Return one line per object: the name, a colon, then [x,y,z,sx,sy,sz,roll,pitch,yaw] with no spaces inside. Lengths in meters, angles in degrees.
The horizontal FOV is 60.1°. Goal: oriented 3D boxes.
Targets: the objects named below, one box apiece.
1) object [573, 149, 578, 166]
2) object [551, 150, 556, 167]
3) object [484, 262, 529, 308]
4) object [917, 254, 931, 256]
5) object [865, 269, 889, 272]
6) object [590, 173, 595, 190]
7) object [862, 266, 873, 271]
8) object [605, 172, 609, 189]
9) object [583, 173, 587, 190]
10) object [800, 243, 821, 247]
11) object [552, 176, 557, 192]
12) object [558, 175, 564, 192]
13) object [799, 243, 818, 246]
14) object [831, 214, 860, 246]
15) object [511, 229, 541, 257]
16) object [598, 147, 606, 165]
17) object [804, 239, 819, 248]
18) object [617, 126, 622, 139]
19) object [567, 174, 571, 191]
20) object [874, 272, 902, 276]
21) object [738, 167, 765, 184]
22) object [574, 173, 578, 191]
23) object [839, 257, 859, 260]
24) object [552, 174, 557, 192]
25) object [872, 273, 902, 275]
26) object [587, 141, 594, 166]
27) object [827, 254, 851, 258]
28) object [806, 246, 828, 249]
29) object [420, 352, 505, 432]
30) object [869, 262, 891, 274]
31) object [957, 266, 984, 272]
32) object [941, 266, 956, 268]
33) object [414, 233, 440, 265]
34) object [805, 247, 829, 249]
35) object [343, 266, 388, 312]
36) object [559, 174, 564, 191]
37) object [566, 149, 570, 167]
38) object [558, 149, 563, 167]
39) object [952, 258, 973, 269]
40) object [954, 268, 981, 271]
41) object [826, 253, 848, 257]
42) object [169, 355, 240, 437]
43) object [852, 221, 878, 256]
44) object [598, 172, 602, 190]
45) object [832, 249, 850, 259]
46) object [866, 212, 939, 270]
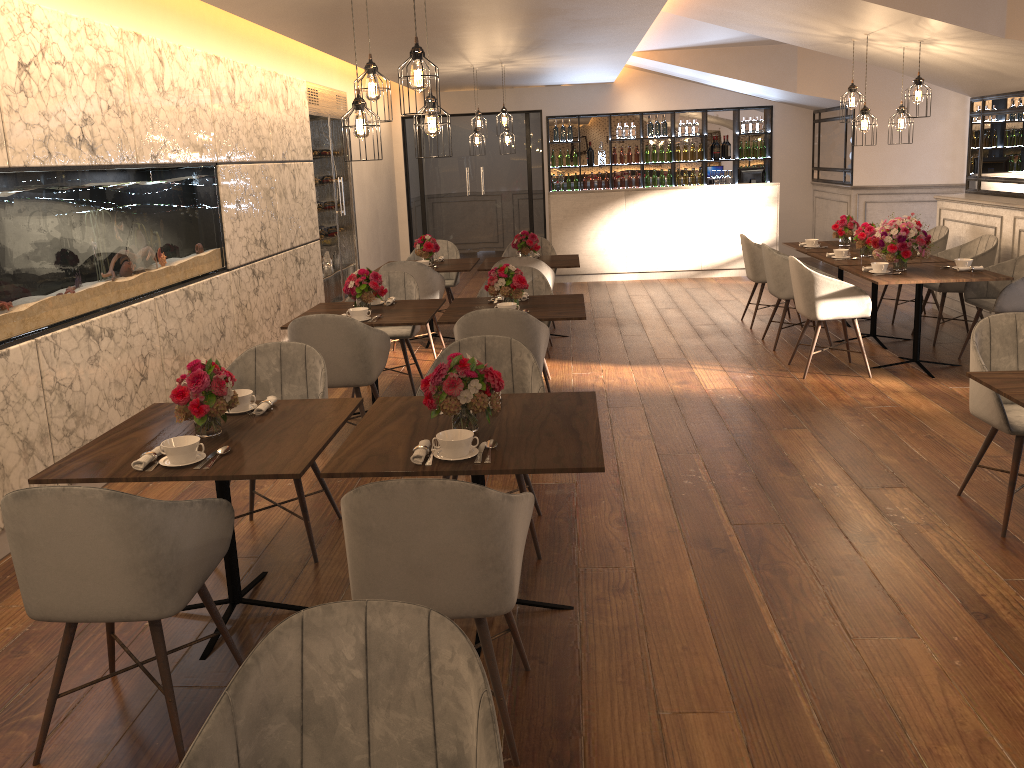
object: [0.950,-3.398,13.274,0.065,0.258,0.066,-6,12,-17]
object: [0.620,-3.389,13.296,0.065,0.258,0.066,-6,12,-17]
object: [-0.023,-0.635,5.659,0.306,0.298,0.236,7,16,36]
object: [3.345,-1.064,7.265,0.175,0.038,0.056,-2,13,4]
object: [2.701,-0.844,6.548,0.192,0.024,0.025,-2,13,4]
object: [1.210,-3.053,13.328,0.065,0.258,0.066,-6,12,-17]
object: [2.693,-0.859,6.581,0.175,0.038,0.056,-2,13,4]
object: [1.430,-3.059,13.313,0.065,0.258,0.066,-6,12,-17]
object: [1.099,-3.050,13.336,0.065,0.258,0.066,-6,12,-17]
object: [2.810,-1.308,8.337,0.192,0.024,0.025,-2,13,4]
object: [0.561,-2.634,11.645,0.065,0.205,0.066,-4,12,-5]
object: [0.647,-2.638,11.644,0.065,0.205,0.147,-4,12,-4]
object: [2.802,-1.323,8.370,0.175,0.038,0.056,-2,13,4]
object: [3.095,-1.438,8.228,0.307,0.298,0.235,-13,16,-38]
object: [0.116,-1.276,8.132,0.235,0.298,0.307,-12,16,-37]
object: [1.343,-3.416,13.244,0.109,0.278,0.109,-12,15,-39]
object: [2.795,-1.311,8.255,0.149,0.071,0.149,-15,19,-42]
object: [1.600,-3.732,13.134,0.070,0.188,0.041,-2,12,3]
object: [0.856,-3.043,13.352,0.065,0.258,0.066,-6,12,-17]
object: [2.700,-0.791,6.360,0.197,0.014,0.043,-3,14,0]
object: [3.161,-2.676,11.643,0.409,0.325,0.131,-7,13,-18]
object: [0.966,-3.046,13.345,0.065,0.258,0.066,-6,12,-17]
object: [2.755,-1.027,7.272,0.197,0.014,0.043,-3,14,0]
object: [0.636,-3.037,13.367,0.065,0.258,0.066,-6,12,-17]
object: [2.709,-0.794,6.395,0.210,0.004,0.022,-2,14,4]
object: [1.175,-3.452,13.253,0.104,0.355,0.105,-8,13,-24]
object: [2.757,-1.081,7.460,0.192,0.024,0.025,-2,13,4]
object: [2.809,-1.255,8.149,0.197,0.014,0.043,-3,14,0]
object: [-0.177,0.019,3.137,0.306,0.298,0.236,-7,13,-18]
object: [2.686,-0.847,6.466,0.149,0.071,0.149,-15,19,-42]
object: [3.289,-0.827,6.352,0.175,0.038,0.056,-2,13,4]
object: [3.284,-0.873,6.578,0.197,0.014,0.043,-3,14,0]
object: [-0.776,-1.251,8.184,0.235,0.298,0.308,-7,14,-20]
object: [2.818,-1.258,8.184,0.210,0.004,0.022,-2,14,4]
object: [-0.968,-0.617,5.750,0.305,0.298,0.237,4,14,25]
object: [0.746,-3.040,13.359,0.065,0.258,0.066,-6,12,-17]
object: [0.840,-3.395,13.282,0.065,0.258,0.066,-6,12,-17]
object: [0.730,-3.392,13.289,0.065,0.258,0.066,-6,12,-17]
object: [3.295,-0.873,6.460,0.149,0.071,0.149,-15,19,-42]
object: [3.282,-0.829,6.388,0.192,0.024,0.025,-2,13,4]
object: [2.749,-1.096,7.493,0.175,0.038,0.056,-2,13,4]
object: [-1.125,0.038,3.230,0.234,0.298,0.309,-1,13,6]
object: [2.975,-1.226,7.434,0.234,0.298,0.308,3,14,23]
object: [1.320,-3.056,13.321,0.065,0.258,0.066,-6,12,-17]
object: [2.742,-1.083,7.379,0.149,0.071,0.149,-15,19,-42]
object: [2.874,-1.056,6.543,0.420,0.420,0.410,-4,13,-8]
